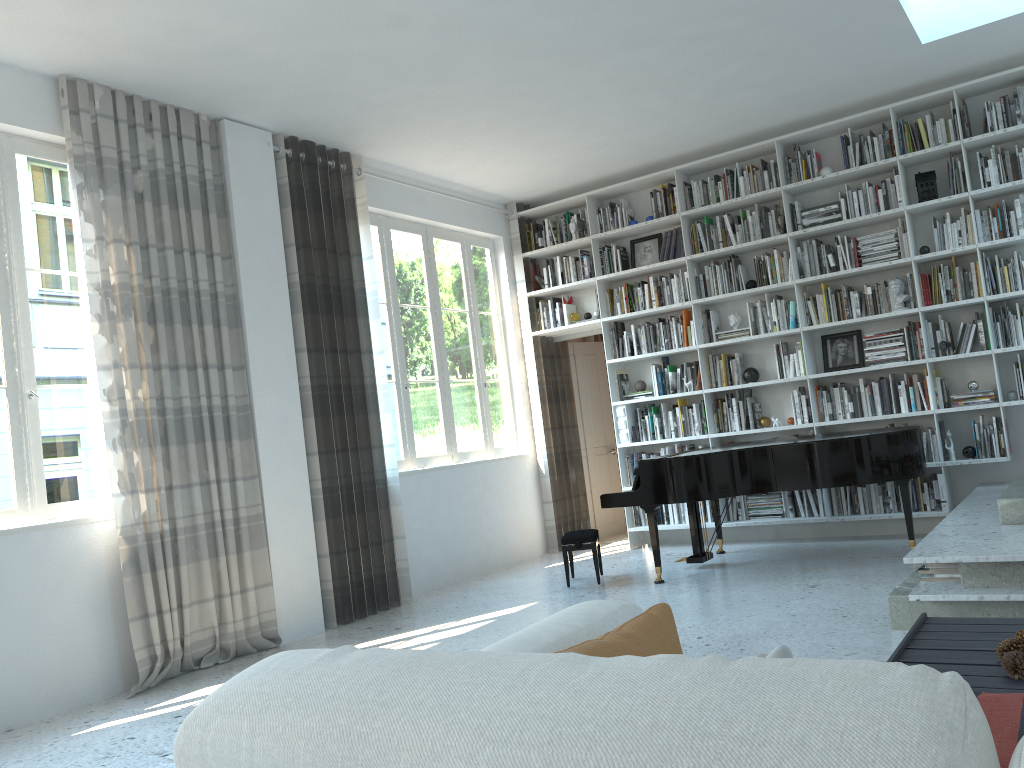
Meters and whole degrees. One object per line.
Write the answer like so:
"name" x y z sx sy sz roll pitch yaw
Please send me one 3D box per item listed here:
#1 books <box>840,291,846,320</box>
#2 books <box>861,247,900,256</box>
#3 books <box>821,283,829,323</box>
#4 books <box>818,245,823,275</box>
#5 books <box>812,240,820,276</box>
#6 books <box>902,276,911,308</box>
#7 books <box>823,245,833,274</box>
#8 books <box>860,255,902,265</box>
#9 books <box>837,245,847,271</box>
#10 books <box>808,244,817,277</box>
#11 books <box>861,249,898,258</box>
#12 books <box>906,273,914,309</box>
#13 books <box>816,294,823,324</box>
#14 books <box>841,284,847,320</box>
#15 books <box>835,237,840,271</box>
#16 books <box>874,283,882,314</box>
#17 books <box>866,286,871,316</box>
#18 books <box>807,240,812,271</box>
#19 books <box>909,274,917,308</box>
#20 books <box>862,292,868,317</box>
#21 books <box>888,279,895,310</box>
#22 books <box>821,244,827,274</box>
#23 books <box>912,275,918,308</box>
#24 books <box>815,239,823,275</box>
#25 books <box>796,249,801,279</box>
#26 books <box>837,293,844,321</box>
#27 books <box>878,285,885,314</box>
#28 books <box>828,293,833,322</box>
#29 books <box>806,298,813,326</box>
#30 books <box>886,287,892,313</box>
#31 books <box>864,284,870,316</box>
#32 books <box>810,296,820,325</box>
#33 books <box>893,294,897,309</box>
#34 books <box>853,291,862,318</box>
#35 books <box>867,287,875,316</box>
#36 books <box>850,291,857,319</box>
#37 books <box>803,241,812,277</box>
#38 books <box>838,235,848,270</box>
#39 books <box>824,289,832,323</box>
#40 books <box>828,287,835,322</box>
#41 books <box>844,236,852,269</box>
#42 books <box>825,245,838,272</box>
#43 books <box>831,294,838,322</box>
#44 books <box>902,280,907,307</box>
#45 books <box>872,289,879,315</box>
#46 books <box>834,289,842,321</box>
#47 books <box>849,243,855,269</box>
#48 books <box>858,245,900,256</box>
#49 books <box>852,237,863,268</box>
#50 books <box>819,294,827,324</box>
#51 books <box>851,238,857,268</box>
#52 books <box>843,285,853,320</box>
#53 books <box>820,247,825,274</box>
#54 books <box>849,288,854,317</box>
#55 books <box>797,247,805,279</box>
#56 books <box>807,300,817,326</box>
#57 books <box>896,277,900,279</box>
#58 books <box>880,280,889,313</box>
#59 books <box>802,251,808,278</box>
"books" 2.556 -0.589 6.795 0.025 0.236 0.137 -9 -4 33
"books" 2.765 -0.981 6.645 0.254 0.012 0.161 -9 -4 31
"books" 2.436 -0.613 6.837 0.014 0.317 0.188 -9 -4 33
"books" 2.413 -0.946 6.875 0.011 0.251 0.153 -9 -4 33
"books" 2.388 -0.964 6.897 0.029 0.295 0.151 -9 -4 33
"books" 2.925 -0.662 6.546 0.025 0.259 0.130 -9 -4 33
"books" 2.444 -0.945 6.851 0.011 0.239 0.147 -9 -4 33
"books" 2.774 -0.921 6.644 0.285 0.012 0.159 -9 -4 34
"books" 2.534 -0.948 6.792 0.024 0.216 0.148 -9 -4 33
"books" 2.357 -0.945 6.896 0.025 0.265 0.185 -9 -4 33
"books" 2.766 -0.969 6.645 0.254 0.012 0.161 -9 -5 35
"books" 2.951 -0.675 6.541 0.025 0.279 0.108 -9 -4 33
"books" 2.411 -0.571 6.899 0.026 0.248 0.139 -9 -4 33
"books" 2.565 -0.615 6.780 0.013 0.283 0.176 -9 -4 33
"books" 2.514 -0.979 6.812 0.022 0.285 0.130 -9 -4 33
"books" 2.752 -0.628 6.632 0.012 0.245 0.186 -9 -4 33
"books" 2.707 -0.613 6.685 0.010 0.234 0.175 -9 -4 33
"books" 2.353 -0.966 6.930 0.014 0.313 0.133 -9 -4 33
"books" 2.958 -0.671 6.517 0.014 0.266 0.153 -9 -4 33
"books" 2.680 -0.590 6.720 0.050 0.199 0.145 -9 -4 33
"books" 2.840 -0.647 6.606 0.024 0.259 0.126 -9 -4 33
"books" 2.433 -0.949 6.857 0.014 0.250 0.172 -9 -4 33
"books" 2.977 -0.670 6.519 0.014 0.260 0.137 -9 -4 33
"books" 2.400 -0.969 6.880 0.011 0.300 0.179 -9 -4 33
"books" 2.277 -0.924 6.974 0.012 0.254 0.161 -9 -4 33
"books" 2.537 -0.582 6.799 0.012 0.227 0.169 -9 -4 33
"books" 2.788 -0.623 6.652 0.025 0.230 0.143 -9 -4 33
"books" 2.480 -0.581 6.847 0.010 0.244 0.149 -9 -4 33
"books" 2.344 -0.553 6.949 0.011 0.235 0.141 -9 -4 33
"books" 2.828 -0.618 6.623 0.022 0.206 0.114 -9 -4 33
"books" 2.697 -0.624 6.696 0.014 0.258 0.161 -9 -4 33
"books" 2.379 -0.563 6.910 0.042 0.242 0.162 -9 -4 33
"books" 2.866 -0.622 6.587 0.035 0.201 0.149 -9 -4 33
"books" 2.639 -0.592 6.732 0.030 0.214 0.168 -9 -4 33
"books" 2.717 -0.611 6.665 0.029 0.224 0.185 -9 -4 33
"books" 2.616 -0.590 6.746 0.024 0.216 0.175 -9 -4 33
"books" 2.327 -0.955 6.925 0.026 0.297 0.179 -9 -4 33
"books" 2.554 -0.989 6.781 0.049 0.291 0.162 -9 -4 33
"books" 2.450 -0.590 6.827 0.015 0.266 0.189 -9 -4 33
"books" 2.477 -0.600 6.828 0.010 0.280 0.170 -9 -4 33
"books" 2.576 -0.983 6.750 0.021 0.269 0.191 -9 -4 33
"books" 2.473 -0.949 6.824 0.066 0.236 0.153 -9 -4 33
"books" 2.506 -0.577 6.836 0.024 0.228 0.147 -9 -4 33
"books" 2.917 -0.650 6.573 0.021 0.242 0.103 -9 -4 33
"books" 2.743 -0.603 6.651 0.029 0.200 0.178 -9 -4 33
"books" 2.529 -0.595 6.828 0.028 0.259 0.134 -9 -4 33
"books" 2.607 -0.960 6.749 0.024 0.216 0.132 -9 -4 33
"books" 2.764 -0.993 6.648 0.285 0.012 0.159 -9 -4 34
"books" 2.621 -0.979 6.714 0.013 0.246 0.176 -9 -4 33
"books" 2.431 -0.571 6.878 0.029 0.240 0.155 -9 -4 33
"books" 2.616 -0.976 6.732 0.015 0.244 0.183 -9 -4 33
"books" 2.575 -0.610 6.756 0.028 0.267 0.189 -9 -4 33
"books" 2.424 -0.939 6.868 0.014 0.233 0.147 -9 -4 33
"books" 2.607 -0.605 6.768 0.011 0.251 0.130 -9 -4 33
"books" 2.286 -0.933 6.955 0.026 0.267 0.170 -9 -4 33
"books" 2.359 -0.544 6.909 0.053 0.208 0.156 -9 -4 33
"books" 2.887 -0.656 6.583 0.014 0.263 0.135 -9 -4 33
"books" 2.796 -0.640 6.623 0.025 0.258 0.150 -9 -4 33
"books" 2.319 -0.918 6.952 0.027 0.228 0.147 -9 -4 33
